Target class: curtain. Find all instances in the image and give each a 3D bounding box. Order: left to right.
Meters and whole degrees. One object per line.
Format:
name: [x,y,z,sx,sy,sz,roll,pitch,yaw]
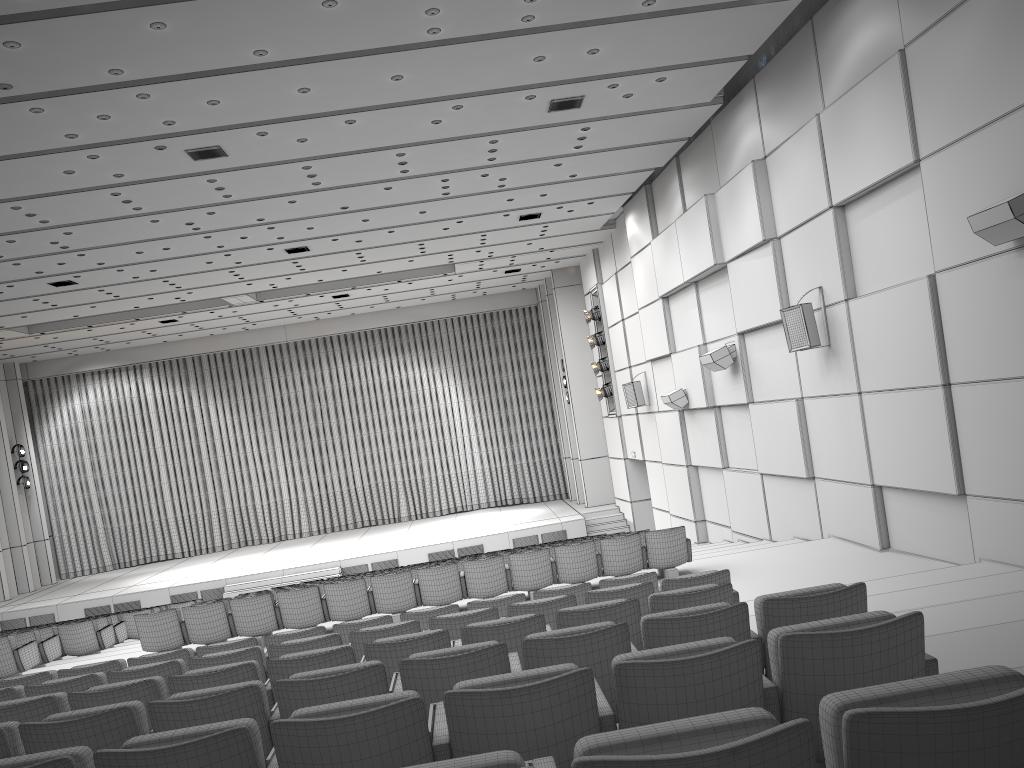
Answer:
curtain: [-6.369,1.571,27.922,16.121,6.529,1.428,-9,2,-3]

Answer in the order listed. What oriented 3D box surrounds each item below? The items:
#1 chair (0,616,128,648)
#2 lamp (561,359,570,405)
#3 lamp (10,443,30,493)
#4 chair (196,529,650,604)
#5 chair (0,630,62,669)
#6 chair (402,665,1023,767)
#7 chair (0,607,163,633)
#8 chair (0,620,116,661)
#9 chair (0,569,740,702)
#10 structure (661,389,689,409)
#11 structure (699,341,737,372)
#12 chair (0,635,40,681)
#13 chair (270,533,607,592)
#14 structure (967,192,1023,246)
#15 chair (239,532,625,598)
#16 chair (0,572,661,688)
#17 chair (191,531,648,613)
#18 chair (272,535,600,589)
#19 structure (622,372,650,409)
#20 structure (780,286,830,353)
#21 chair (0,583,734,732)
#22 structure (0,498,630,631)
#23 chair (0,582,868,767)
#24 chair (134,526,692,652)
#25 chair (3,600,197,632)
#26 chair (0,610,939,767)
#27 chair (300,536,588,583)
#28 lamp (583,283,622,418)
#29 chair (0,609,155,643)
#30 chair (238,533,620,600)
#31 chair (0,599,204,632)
chair: [-9.062,4.301,13.542,6.047,0.622,0.612,-9,0,-3]
lamp: [1.641,-0.071,24.904,0.436,1.480,0.385,-9,2,-7]
lamp: [-14.075,2.377,25.293,0.437,1.480,0.384,-9,2,1]
chair: [-1.172,2.900,12.842,6.596,0.622,0.612,-9,0,-3]
chair: [-8.987,3.898,11.336,6.047,0.622,0.612,-9,0,-3]
chair: [-5.014,1.836,1.685,13.742,0.622,0.612,-9,0,-3]
chair: [-9.137,4.704,15.747,6.047,0.622,0.612,-9,0,-3]
chair: [-9.042,4.102,12.438,6.596,0.622,0.612,-9,0,-3]
chair: [-5.164,2.642,6.096,13.742,0.622,0.612,-9,0,-3]
structure: [3.070,0.253,16.454,0.470,0.418,0.520,-9,-1,-6]
structure: [3.257,-0.420,13.918,0.470,0.418,0.520,-9,-1,-7]
chair: [-8.967,3.699,10.233,6.596,0.622,0.612,-9,0,-3]
chair: [-1.322,3.706,17.253,6.596,0.622,0.612,-9,0,-3]
structure: [4.075,-1.381,7.177,0.470,0.418,0.520,-9,-1,-6]
chair: [-1.247,3.303,15.048,6.596,0.622,0.612,-9,0,-3]
chair: [-5.228,2.847,7.197,13.193,0.622,0.612,-9,0,-3]
chair: [-1.117,2.696,11.740,6.047,0.622,0.612,-9,0,-3]
chair: [-1.267,3.502,16.151,6.047,0.622,0.612,-9,0,-3]
structure: [2.697,0.137,19.198,0.411,0.745,0.408,-8,1,44]
structure: [3.586,-0.787,10.841,0.411,0.745,0.408,-8,1,44]
chair: [-5.153,2.444,4.992,13.193,0.622,0.612,-9,0,-3]
structure: [-5.588,5.059,24.903,17.809,0.846,8.320,-9,-2,-3]
chair: [-5.089,2.239,3.890,13.742,0.622,0.612,-9,0,-3]
chair: [-1.097,2.497,10.637,6.597,0.622,0.612,-9,0,-3]
chair: [-9.192,4.908,16.849,6.596,0.622,0.612,-9,0,-3]
chair: [-5.078,2.041,2.786,13.193,0.622,0.612,-9,0,-3]
chair: [-1.308,3.900,18.365,6.047,0.622,0.612,-9,0,-3]
lamp: [2.336,-0.807,22.365,0.754,3.344,1.022,-9,1,-7]
chair: [-9.117,4.505,14.644,6.596,0.622,0.612,-9,0,-3]
chair: [-1.192,3.099,13.946,6.047,0.622,0.612,-9,0,-3]
chair: [-9.178,5.102,17.961,6.047,0.622,0.612,-9,0,-3]
